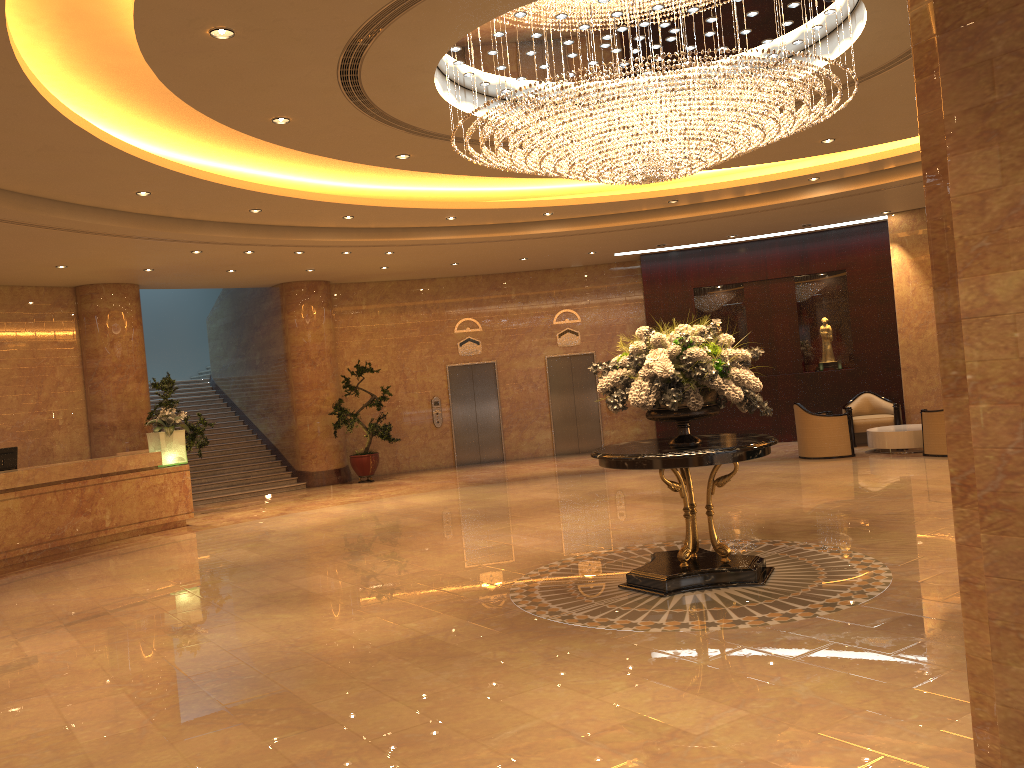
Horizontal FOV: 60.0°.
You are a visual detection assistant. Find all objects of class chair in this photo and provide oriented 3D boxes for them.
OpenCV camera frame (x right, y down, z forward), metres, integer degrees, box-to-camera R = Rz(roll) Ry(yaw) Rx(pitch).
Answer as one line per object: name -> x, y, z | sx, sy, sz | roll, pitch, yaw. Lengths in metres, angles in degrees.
chair -> 6.685, 0.581, 13.186 | 0.951, 0.916, 0.769 | -5, 0, -20
chair -> 6.298, 0.601, 15.556 | 0.951, 0.916, 0.769 | -5, 0, 15
chair -> 5.034, 0.726, 14.465 | 0.769, 0.916, 0.951 | -5, 0, 0

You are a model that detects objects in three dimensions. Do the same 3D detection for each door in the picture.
door -> 1.337, 0.422, 18.964 | 1.070, 2.149, 0.150 | -5, 0, 1
door -> -0.771, 0.617, 18.781 | 1.070, 2.145, 0.150 | -5, 0, -10

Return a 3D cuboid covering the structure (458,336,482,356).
structure -> -0.893, -0.803, 18.731 | 0.504, 0.405, 0.012 | -5, 0, -11

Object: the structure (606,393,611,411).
structure -> 2.097, 0.244, 18.859 | 0.200, 0.661, 0.053 | -5, 0, 5

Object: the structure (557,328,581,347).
structure -> 1.207, -1.000, 18.904 | 0.504, 0.405, 0.012 | -5, 0, 1

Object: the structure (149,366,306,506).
structure -> -7.227, -0.502, 19.069 | 9.849, 5.560, 7.472 | -6, 0, -35

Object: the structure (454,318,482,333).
structure -> -0.934, -1.248, 18.726 | 0.600, 0.293, 0.010 | -5, 0, -11

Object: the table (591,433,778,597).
table -> 1.429, 1.022, 7.189 | 1.493, 1.089, 1.493 | -6, 1, -42

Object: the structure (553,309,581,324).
structure -> 1.164, -1.445, 18.899 | 0.600, 0.293, 0.010 | -5, 0, 1

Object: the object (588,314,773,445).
object -> 1.319, -0.015, 7.148 | 1.318, 0.999, 1.277 | -5, 0, -4

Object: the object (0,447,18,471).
object -> -6.714, 1.095, 11.537 | 0.531, 0.500, 0.430 | -6, 0, -27

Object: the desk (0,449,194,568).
desk -> -6.443, 1.722, 7.543 | 3.466, 1.155, 12.951 | -5, 0, -1

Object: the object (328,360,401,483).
object -> -2.859, 0.714, 17.056 | 1.250, 2.363, 0.843 | -5, 0, -13

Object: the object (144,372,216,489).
object -> -5.552, 0.982, 14.626 | 1.250, 2.363, 0.843 | -5, 0, 36

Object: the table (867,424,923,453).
table -> 6.384, 0.883, 14.321 | 1.196, 0.354, 1.196 | -5, 0, -8

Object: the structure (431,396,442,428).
structure -> -1.567, 0.587, 18.548 | 0.200, 0.661, 0.053 | -5, 0, -14

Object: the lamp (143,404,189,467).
lamp -> -5.114, 0.754, 13.254 | 0.532, 0.897, 0.606 | -5, 0, 34

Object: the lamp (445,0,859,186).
lamp -> 1.091, -2.250, 7.211 | 3.204, 1.196, 3.206 | -5, 0, 2
